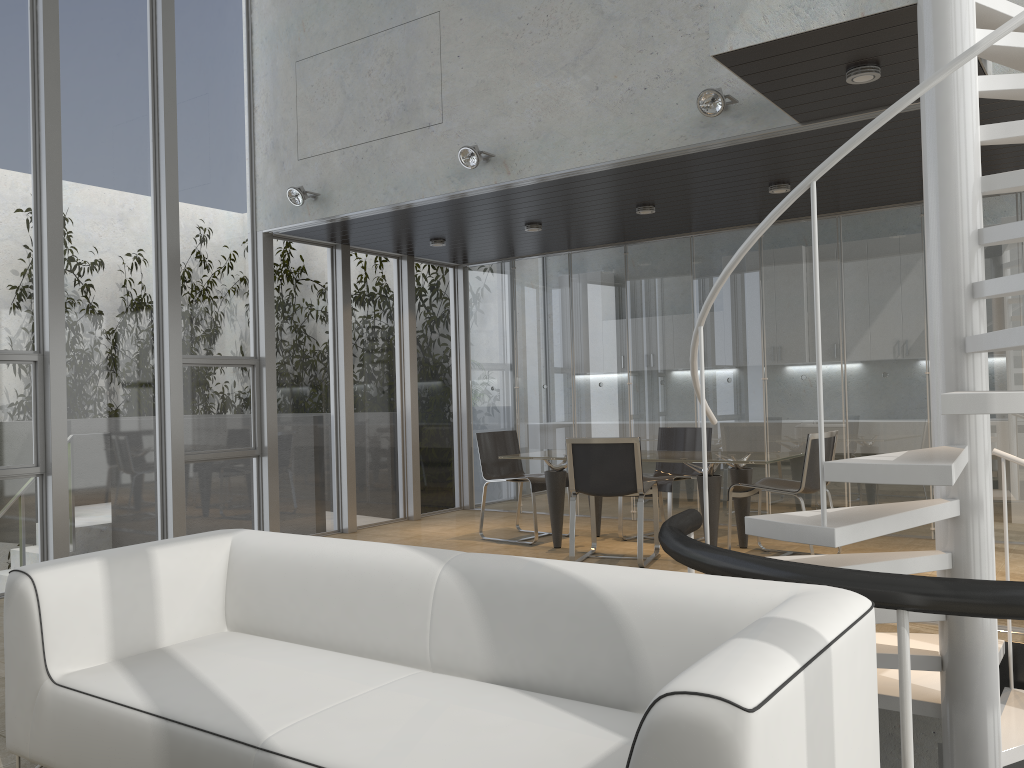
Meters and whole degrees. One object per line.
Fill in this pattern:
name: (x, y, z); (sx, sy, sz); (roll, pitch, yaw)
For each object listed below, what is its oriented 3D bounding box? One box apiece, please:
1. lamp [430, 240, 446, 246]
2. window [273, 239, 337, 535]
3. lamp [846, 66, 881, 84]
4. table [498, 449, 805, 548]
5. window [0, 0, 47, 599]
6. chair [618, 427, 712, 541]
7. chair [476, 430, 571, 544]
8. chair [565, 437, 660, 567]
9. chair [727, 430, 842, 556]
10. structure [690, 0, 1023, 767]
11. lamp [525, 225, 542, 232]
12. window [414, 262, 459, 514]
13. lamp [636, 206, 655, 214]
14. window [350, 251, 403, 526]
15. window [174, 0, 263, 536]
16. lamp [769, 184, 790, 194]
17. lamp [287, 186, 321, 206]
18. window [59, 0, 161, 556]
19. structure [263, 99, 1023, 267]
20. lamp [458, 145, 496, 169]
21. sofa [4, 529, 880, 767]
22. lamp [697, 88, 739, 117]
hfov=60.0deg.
lamp: (-0.691, -1.312, 8.263); (0.149, 0.038, 0.149); (-1, -1, -40)
window: (-1.886, 0.045, 8.003); (0.010, 2.645, 0.741); (-2, -1, 35)
lamp: (1.633, -1.438, 4.125); (0.149, 0.038, 0.149); (-1, -1, -40)
table: (1.075, 0.926, 7.034); (2.250, 0.733, 0.900); (-2, -1, 35)
window: (-3.492, -1.445, 5.775); (0.050, 5.700, 0.800); (-2, -1, 35)
chair: (1.296, 0.839, 7.439); (0.660, 0.922, 0.546); (-1, -1, -45)
chair: (0.102, 0.876, 7.709); (0.660, 0.922, 0.546); (-2, -1, 40)
chair: (0.753, 0.840, 6.553); (0.546, 0.922, 0.660); (-2, -1, 20)
chair: (1.966, 0.805, 6.391); (0.660, 0.922, 0.546); (-2, -1, 40)
structure: (0.822, 0.838, 5.776); (6.700, 6.900, 4.916); (-2, -1, 35)
lamp: (0.184, -1.345, 7.647); (0.149, 0.038, 0.149); (-1, -1, -40)
window: (-0.834, 0.039, 9.498); (0.010, 2.645, 0.741); (-2, -1, 35)
lamp: (1.060, -1.378, 7.031); (0.149, 0.038, 0.149); (-1, -1, -40)
window: (-1.360, 0.042, 8.751); (0.010, 2.645, 0.741); (-2, -1, 35)
window: (-2.440, -1.451, 7.270); (0.050, 5.700, 0.800); (-2, -1, 35)
lamp: (1.935, -1.412, 6.415); (0.149, 0.038, 0.149); (-1, -1, -40)
lamp: (-1.673, -1.486, 7.048); (0.197, 0.154, 0.228); (-2, -1, 35)
window: (-2.978, -1.447, 6.531); (0.010, 5.650, 0.741); (-2, -1, 35)
structure: (-1.997, -1.963, 4.458); (9.817, 6.605, 10.665); (-2, -1, 34)
lamp: (-0.250, -1.540, 6.063); (0.197, 0.154, 0.254); (-2, -1, 35)
sofa: (-0.380, 0.876, 2.621); (2.601, 0.638, 0.971); (-2, -1, 35)
lamp: (1.165, -1.594, 5.067); (0.197, 0.154, 0.254); (-2, -1, 35)
